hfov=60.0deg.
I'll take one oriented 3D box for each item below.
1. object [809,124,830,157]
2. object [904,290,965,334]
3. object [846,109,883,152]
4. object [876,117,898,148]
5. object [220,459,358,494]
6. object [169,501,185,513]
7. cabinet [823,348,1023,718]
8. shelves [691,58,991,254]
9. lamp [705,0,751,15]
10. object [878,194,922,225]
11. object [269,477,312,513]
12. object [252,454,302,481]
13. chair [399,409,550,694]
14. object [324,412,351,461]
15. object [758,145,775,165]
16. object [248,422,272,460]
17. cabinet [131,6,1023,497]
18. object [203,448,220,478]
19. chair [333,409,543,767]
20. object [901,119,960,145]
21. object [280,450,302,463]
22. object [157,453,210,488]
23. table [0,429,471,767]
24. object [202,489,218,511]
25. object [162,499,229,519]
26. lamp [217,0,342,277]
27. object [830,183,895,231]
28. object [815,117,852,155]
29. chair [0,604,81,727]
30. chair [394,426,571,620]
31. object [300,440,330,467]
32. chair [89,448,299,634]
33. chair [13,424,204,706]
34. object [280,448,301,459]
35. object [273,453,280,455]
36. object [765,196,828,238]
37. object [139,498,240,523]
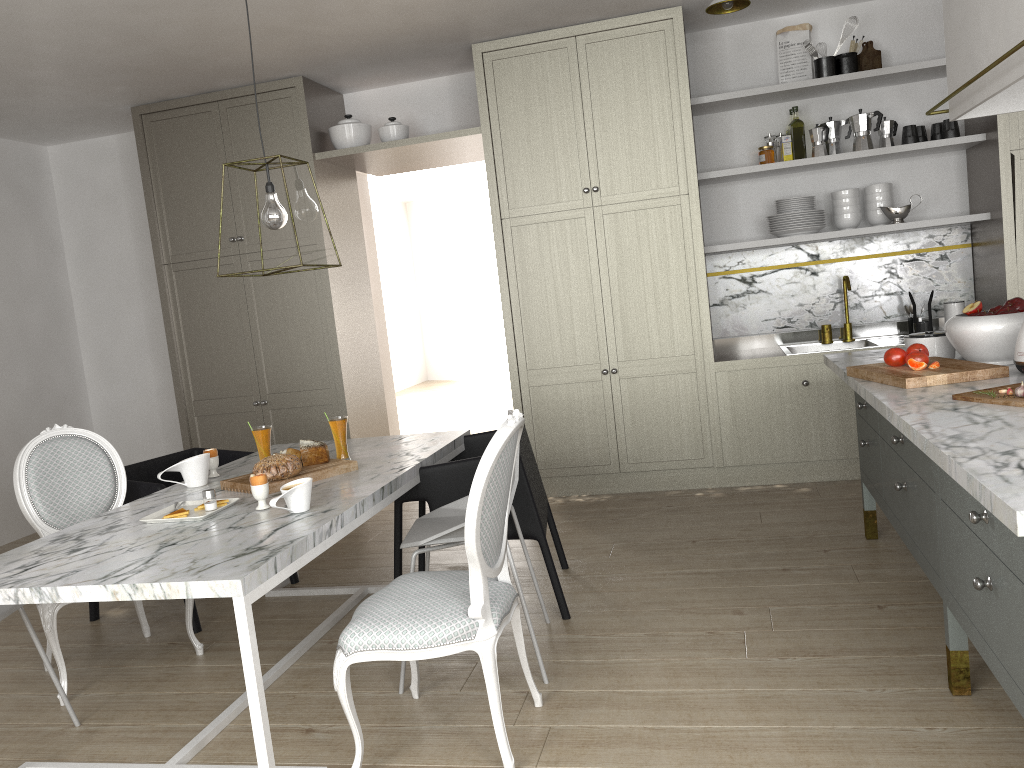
[{"bbox_3d":[1.527,-1.212,4.413,0.087,0.167,0.138,-6,6,10],"label":"object"},{"bbox_3d":[2.107,-0.359,4.457,0.144,0.229,0.307,-10,7,-33],"label":"object"},{"bbox_3d":[1.738,-1.256,4.384,0.111,0.212,0.175,-8,6,-15],"label":"object"},{"bbox_3d":[1.880,-1.257,4.455,0.087,0.167,0.138,-2,7,37],"label":"object"},{"bbox_3d":[-0.731,0.300,2.924,0.260,0.031,0.360,-1,8,43],"label":"object"},{"bbox_3d":[-0.989,0.366,2.619,0.032,0.013,0.132,-8,6,-12],"label":"object"},{"bbox_3d":[1.441,0.350,2.334,0.870,0.721,2.360,-5,6,14],"label":"cabinet"},{"bbox_3d":[1.630,-1.134,4.517,1.339,0.775,0.352,-5,6,14],"label":"shelves"},{"bbox_3d":[0.956,-1.733,3.945,0.197,0.130,0.197,-12,8,-41],"label":"lamp"},{"bbox_3d":[1.929,-0.865,4.408,0.210,0.135,0.102,-6,6,6],"label":"object"},{"bbox_3d":[-0.591,0.310,2.409,0.089,0.085,0.138,-6,6,9],"label":"object"},{"bbox_3d":[-0.745,0.261,2.817,0.151,0.075,0.157,-12,8,-40],"label":"object"},{"bbox_3d":[-0.142,0.486,2.723,0.439,0.745,0.470,-6,6,4],"label":"chair"},{"bbox_3d":[-0.601,0.186,3.098,0.071,0.188,0.071,-3,7,34],"label":"object"},{"bbox_3d":[1.312,-1.172,4.570,0.078,0.101,0.078,-10,7,-30],"label":"object"},{"bbox_3d":[-0.861,0.218,3.078,0.071,0.188,0.071,-3,7,34],"label":"object"},{"bbox_3d":[0.736,-0.668,4.902,5.433,2.377,0.947,-5,6,14],"label":"cabinet"},{"bbox_3d":[-1.060,0.277,3.132,0.050,0.101,0.050,-6,6,10],"label":"object"},{"bbox_3d":[-0.171,0.491,2.233,0.505,0.833,0.480,-5,6,11],"label":"chair"},{"bbox_3d":[2.060,-1.234,4.377,0.264,0.098,0.173,-4,6,22],"label":"object"},{"bbox_3d":[-0.750,0.250,3.010,0.072,0.057,0.083,-8,6,-11],"label":"object"},{"bbox_3d":[-1.089,0.298,2.976,0.110,0.105,0.170,-3,7,34],"label":"object"},{"bbox_3d":[-0.756,0.621,2.845,0.870,0.583,1.781,-5,6,14],"label":"table"},{"bbox_3d":[-0.874,0.335,2.565,0.036,0.060,0.036,-11,7,-35],"label":"object"},{"bbox_3d":[-0.919,0.363,2.565,0.068,0.014,0.197,-1,8,41],"label":"object"},{"bbox_3d":[-0.840,-0.927,2.938,0.584,1.108,0.584,-3,7,29],"label":"lamp"},{"bbox_3d":[1.812,-0.911,4.582,0.309,0.216,0.149,-6,6,6],"label":"object"},{"bbox_3d":[1.647,-1.260,4.529,0.111,0.212,0.175,-12,8,-40],"label":"object"},{"bbox_3d":[-1.515,0.683,2.344,0.439,0.745,0.470,-7,6,-1],"label":"chair"},{"bbox_3d":[-0.122,0.504,3.252,0.609,0.597,0.569,-6,6,4],"label":"chair"},{"bbox_3d":[-0.669,0.226,3.010,0.090,0.087,0.086,-7,6,-9],"label":"object"},{"bbox_3d":[-1.328,0.604,3.620,0.609,0.597,0.569,-3,7,28],"label":"chair"},{"bbox_3d":[-1.421,0.553,3.006,0.480,0.833,0.505,-12,8,-44],"label":"chair"},{"bbox_3d":[-0.736,0.250,2.953,0.074,0.067,0.079,-8,6,-14],"label":"object"},{"bbox_3d":[-0.774,0.256,2.995,0.073,0.055,0.083,-8,6,-10],"label":"object"},{"bbox_3d":[1.462,-0.858,4.565,0.306,0.195,0.300,-6,6,10],"label":"object"},{"bbox_3d":[-0.929,0.367,2.566,0.212,0.014,0.212,-5,6,13],"label":"object"}]
